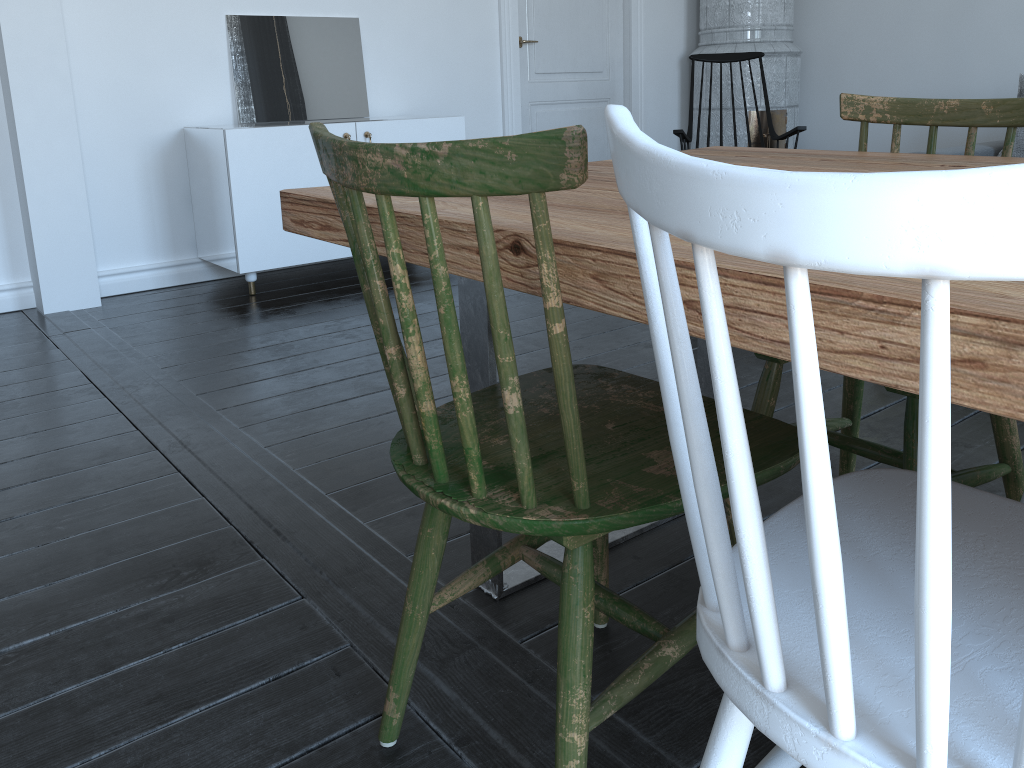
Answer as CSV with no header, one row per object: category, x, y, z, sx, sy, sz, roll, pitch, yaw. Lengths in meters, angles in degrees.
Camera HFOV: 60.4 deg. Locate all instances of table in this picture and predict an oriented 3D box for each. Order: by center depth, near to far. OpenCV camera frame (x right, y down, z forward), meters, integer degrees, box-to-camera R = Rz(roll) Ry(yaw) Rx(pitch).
table,0.734,0.197,0.852,1.030,0.697,2.266,-14,21,-35

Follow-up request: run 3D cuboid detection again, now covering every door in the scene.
door,0.370,-2.225,5.434,1.183,2.412,0.117,-12,16,-36

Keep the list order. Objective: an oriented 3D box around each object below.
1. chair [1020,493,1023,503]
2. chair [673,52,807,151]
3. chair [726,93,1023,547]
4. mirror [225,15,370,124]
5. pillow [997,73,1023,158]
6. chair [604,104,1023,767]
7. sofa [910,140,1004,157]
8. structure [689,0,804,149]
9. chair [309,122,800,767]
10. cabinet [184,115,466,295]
chair,0.977,0.025,1.151,0.516,0.821,0.473,-13,17,-36
chair,1.104,-1.151,4.399,0.612,0.979,0.932,0,15,8
chair,0.656,-0.075,1.507,0.492,0.806,0.474,-13,18,-37
mirror,-1.045,-1.563,4.365,0.704,0.489,0.055,-14,17,-36
pillow,3.118,-1.069,3.648,0.483,0.479,2.096,-11,20,-30
chair,0.348,0.207,0.675,0.516,0.821,0.473,-13,17,-36
sofa,3.002,-0.836,3.687,1.097,0.704,2.414,-14,22,-35
structure,1.514,-2.524,5.568,0.778,2.816,1.304,0,14,8
chair,0.064,0.093,1.070,0.492,0.806,0.474,-13,18,-37
cabinet,-0.852,-0.904,4.275,1.216,0.716,0.599,-15,19,-36
